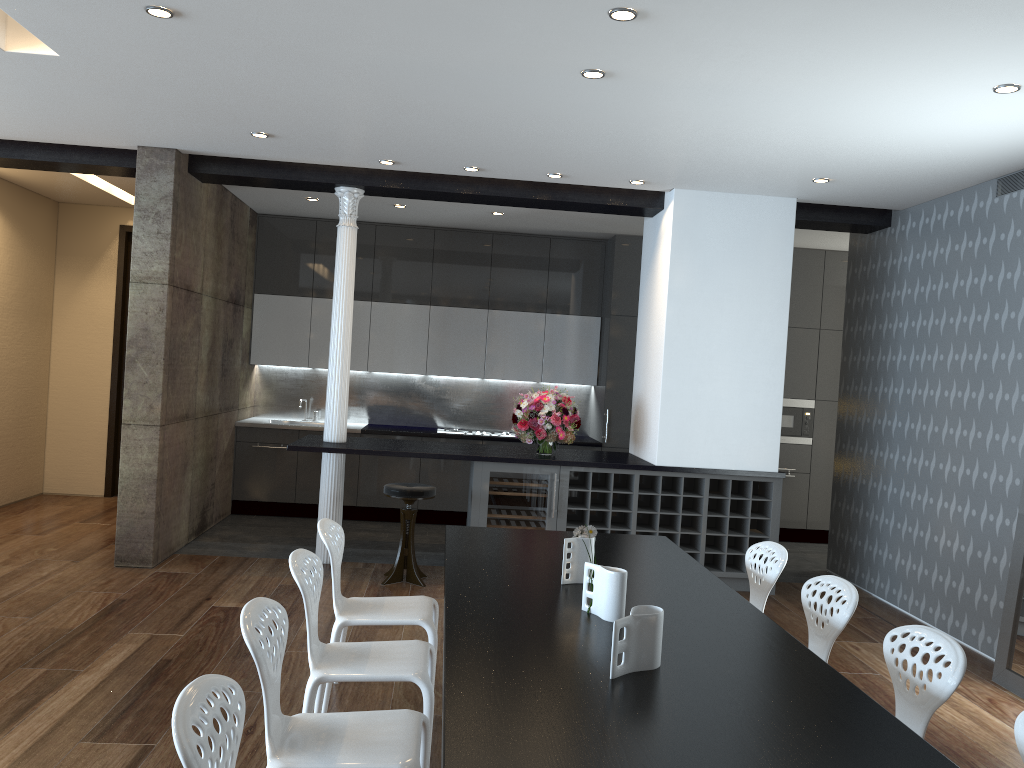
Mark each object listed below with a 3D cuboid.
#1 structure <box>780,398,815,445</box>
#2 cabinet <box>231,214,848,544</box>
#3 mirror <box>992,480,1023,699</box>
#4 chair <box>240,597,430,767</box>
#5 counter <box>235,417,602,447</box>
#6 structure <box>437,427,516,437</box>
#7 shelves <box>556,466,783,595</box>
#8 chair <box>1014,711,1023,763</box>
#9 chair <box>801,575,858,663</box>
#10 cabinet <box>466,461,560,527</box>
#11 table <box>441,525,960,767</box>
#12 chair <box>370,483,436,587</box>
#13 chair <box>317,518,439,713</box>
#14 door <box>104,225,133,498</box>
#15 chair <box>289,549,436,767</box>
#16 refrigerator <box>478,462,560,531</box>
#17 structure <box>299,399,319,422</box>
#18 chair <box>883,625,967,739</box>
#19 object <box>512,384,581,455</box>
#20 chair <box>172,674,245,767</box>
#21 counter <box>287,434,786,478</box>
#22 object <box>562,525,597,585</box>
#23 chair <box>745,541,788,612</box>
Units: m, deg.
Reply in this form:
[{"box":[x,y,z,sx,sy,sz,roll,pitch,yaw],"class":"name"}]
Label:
[{"box":[2.746,0.368,9.242,0.595,0.452,0.528,4,1,-4],"class":"structure"},{"box":[1.016,-0.001,9.225,7.409,2.980,0.827,4,1,-4],"class":"cabinet"},{"box":[2.950,0.556,4.410,0.240,2.294,1.200,4,1,-4],"class":"mirror"},{"box":[-0.540,1.093,2.690,0.581,0.835,0.495,4,1,-4],"class":"chair"},{"box":[-0.926,0.581,9.106,3.597,0.223,0.807,4,1,-4],"class":"counter"},{"box":[-0.315,0.510,9.107,0.900,0.066,0.520,4,1,-4],"class":"structure"},{"box":[1.147,1.093,7.113,1.700,0.897,0.900,4,1,-4],"class":"shelves"},{"box":[1.122,1.208,2.115,0.581,0.835,0.495,4,1,-4],"class":"chair"},{"box":[1.020,1.178,3.516,0.581,0.835,0.495,4,1,-4],"class":"chair"},{"box":[-0.018,1.021,7.027,0.642,0.897,0.900,4,1,-4],"class":"cabinet"},{"box":[0.342,1.194,3.103,1.200,0.733,3.400,4,1,-4],"class":"table"},{"box":[-1.302,1.235,3.120,16.134,0.952,21.556,4,1,-4],"class":"chair"},{"box":[-0.631,1.063,4.125,0.581,0.835,0.495,4,1,-4],"class":"chair"},{"box":[-3.615,-0.202,9.285,1.037,2.814,0.246,4,1,-4],"class":"door"},{"box":[-0.584,1.078,3.425,0.581,0.835,0.495,4,1,-4],"class":"chair"},{"box":[0.045,0.973,6.597,0.578,0.774,0.075,4,1,0],"class":"refrigerator"},{"box":[-2.111,0.284,9.230,0.183,0.249,0.224,4,1,-4],"class":"structure"},{"box":[1.071,1.193,2.815,0.581,0.835,0.495,4,1,-4],"class":"chair"},{"box":[0.268,0.277,6.932,0.544,0.552,0.570,4,1,2],"class":"object"},{"box":[-0.470,1.110,1.997,0.581,0.835,0.495,4,1,-4],"class":"chair"},{"box":[0.181,0.564,7.032,3.700,0.040,1.000,4,1,-4],"class":"counter"},{"box":[0.268,0.696,3.640,0.161,0.233,0.076,3,1,-23],"class":"object"},{"box":[0.969,1.163,4.216,0.581,0.835,0.495,4,1,-4],"class":"chair"}]
